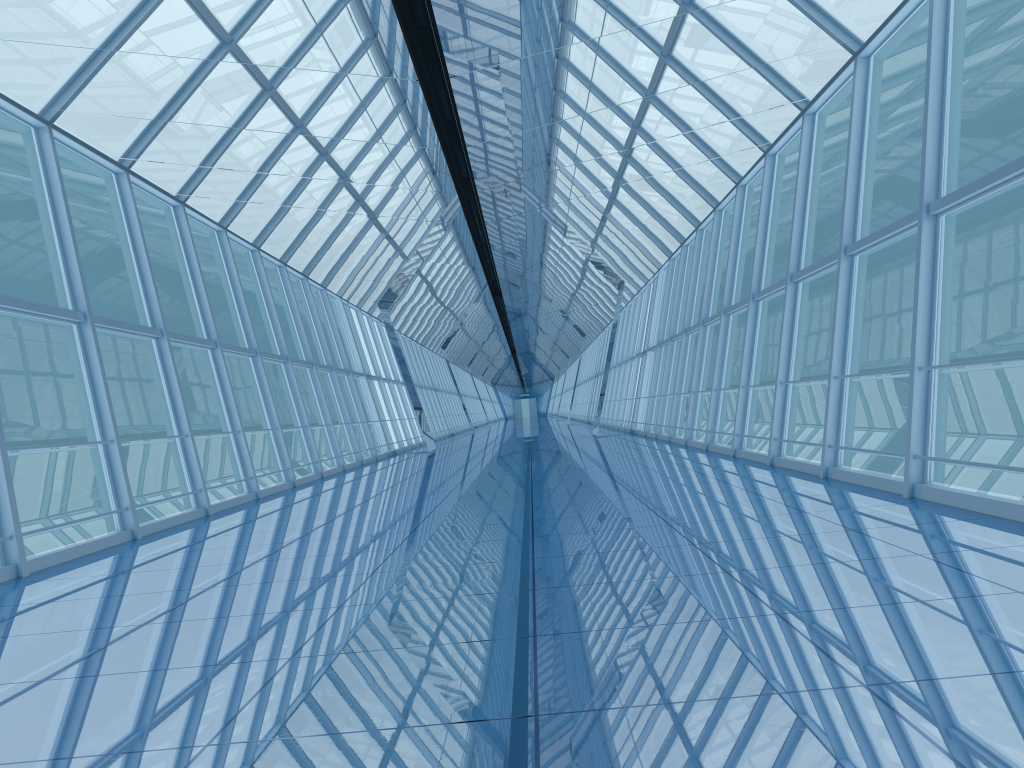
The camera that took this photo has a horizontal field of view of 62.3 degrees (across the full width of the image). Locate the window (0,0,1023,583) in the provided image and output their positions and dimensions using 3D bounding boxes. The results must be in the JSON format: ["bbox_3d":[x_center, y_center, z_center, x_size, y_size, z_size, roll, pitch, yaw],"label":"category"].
[{"bbox_3d":[0.425,0.138,51.677,9.924,4.952,105.108,-5,-2,1],"label":"window"}]
